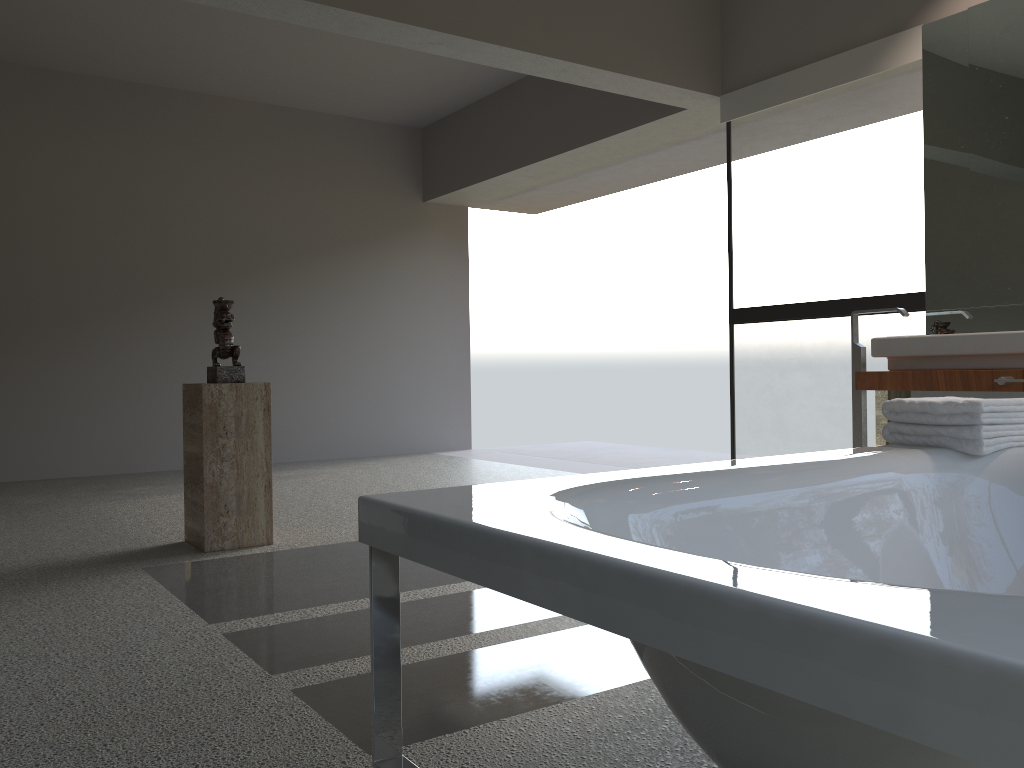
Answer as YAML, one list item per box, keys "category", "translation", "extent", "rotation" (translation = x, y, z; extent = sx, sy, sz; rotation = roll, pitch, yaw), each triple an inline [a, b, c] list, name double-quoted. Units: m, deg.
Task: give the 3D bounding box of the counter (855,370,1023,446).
- category: "counter"
  translation: [2.191, 0.295, 3.256]
  extent: [0.525, 0.704, 1.848]
  rotation: [-1, 1, -34]

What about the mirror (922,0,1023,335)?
- category: "mirror"
  translation: [2.510, -0.861, 3.450]
  extent: [0.253, 1.617, 1.790]
  rotation: [-1, 0, -34]

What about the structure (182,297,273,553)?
- category: "structure"
  translation: [-1.245, 0.156, 3.867]
  extent: [0.292, 1.074, 0.328]
  rotation: [-1, 0, -34]

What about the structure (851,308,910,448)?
- category: "structure"
  translation: [1.674, 0.154, 4.054]
  extent: [0.069, 0.988, 0.303]
  rotation: [-1, 0, -34]

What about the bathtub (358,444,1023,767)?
- category: "bathtub"
  translation: [0.905, 0.437, 1.602]
  extent: [1.958, 0.504, 1.327]
  rotation: [-1, 1, -34]

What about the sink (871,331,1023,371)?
- category: "sink"
  translation: [1.938, -0.192, 3.710]
  extent: [0.352, 0.266, 0.750]
  rotation: [-1, 1, -34]

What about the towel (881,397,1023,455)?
- category: "towel"
  translation: [1.262, 0.110, 2.490]
  extent: [0.322, 0.145, 0.305]
  rotation: [-1, 1, -31]
